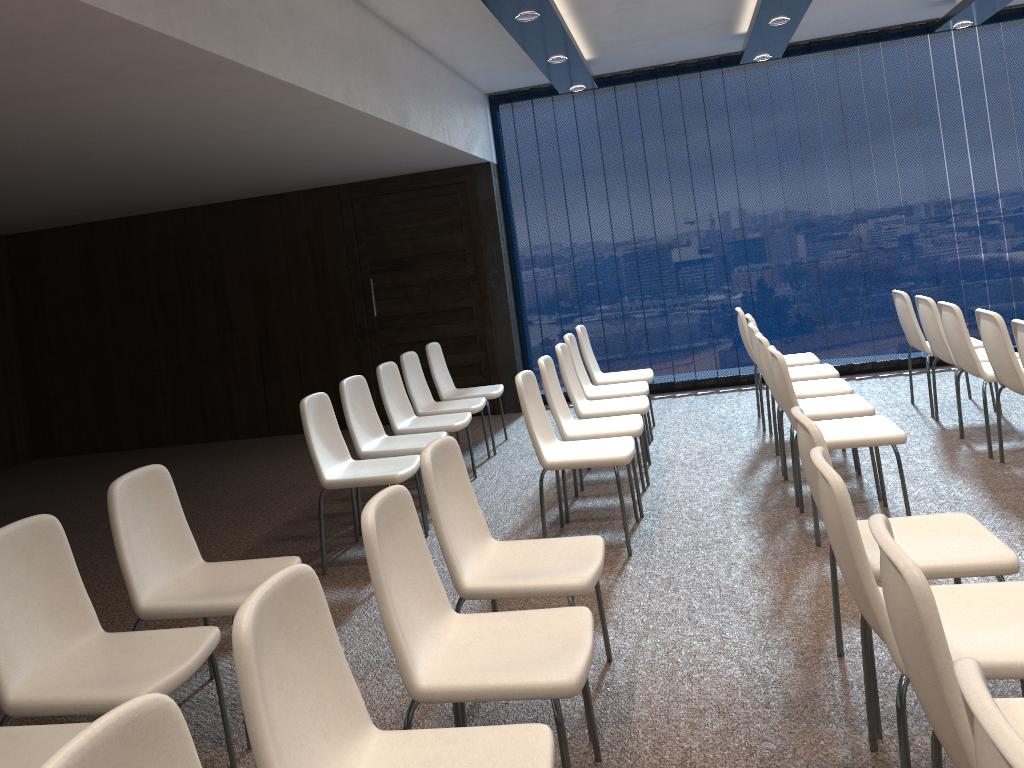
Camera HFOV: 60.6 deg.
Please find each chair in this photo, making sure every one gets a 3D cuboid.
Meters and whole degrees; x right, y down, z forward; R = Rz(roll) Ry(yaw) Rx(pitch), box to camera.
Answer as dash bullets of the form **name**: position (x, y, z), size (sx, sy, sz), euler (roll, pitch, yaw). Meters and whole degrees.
- **chair**: position (0.836, -0.043, 6.913), size (0.556, 0.899, 0.535), euler (-7, 2, 12)
- **chair**: position (0.615, 0.159, 5.709), size (0.556, 0.899, 0.535), euler (-7, 2, 11)
- **chair**: position (-1.201, 0.842, 2.589), size (0.556, 0.899, 0.535), euler (-7, 2, 10)
- **chair**: position (1.949, -0.062, 6.043), size (0.555, 0.899, 0.535), euler (-7, 2, 13)
- **chair**: position (1.810, 0.042, 5.440), size (0.555, 0.899, 0.535), euler (-7, 2, 14)
- **chair**: position (1.009, 0.698, 1.591), size (0.555, 0.899, 0.535), euler (-7, 2, 13)
- **chair**: position (-0.572, 0.277, 5.958), size (0.556, 0.899, 0.535), euler (-7, 2, 12)
- **chair**: position (-1.311, 0.934, 2.046), size (0.556, 0.899, 0.535), euler (-7, 2, 11)
- **chair**: position (-0.794, 0.479, 4.753), size (0.556, 0.899, 0.535), euler (-7, 2, 10)
- **chair**: position (-0.359, 0.085, 7.108), size (0.556, 0.899, 0.535), euler (-7, 2, 11)
- **chair**: position (0.707, 0.060, 6.315), size (0.556, 0.899, 0.535), euler (-7, 2, 11)
- **chair**: position (0.878, 0.800, 0.991), size (0.556, 0.899, 0.535), euler (-7, 2, 12)
- **chair**: position (1.589, 0.240, 4.260), size (0.556, 0.899, 0.535), euler (-7, 2, 11)
- **chair**: position (0.486, 0.263, 5.101), size (0.556, 0.899, 0.535), euler (-7, 2, 11)
- **chair**: position (0.355, 0.360, 4.538), size (0.555, 0.899, 0.535), euler (-7, 2, 13)
- **chair**: position (0.033, 0.623, 2.995), size (0.555, 0.899, 0.535), euler (-7, 2, 13)
- **chair**: position (-0.490, 0.183, 6.542), size (0.556, 0.899, 0.535), euler (-7, 2, 11)
- **chair**: position (1.092, 0.603, 2.175), size (0.555, 0.899, 0.535), euler (-7, 2, 13)
- **chair**: position (2.711, 0.121, 4.072), size (0.555, 0.899, 0.535), euler (-7, 2, 13)
- **chair**: position (-0.058, 0.724, 2.371), size (0.556, 0.899, 0.535), euler (-7, 2, 10)
- **chair**: position (1.222, 0.506, 2.736), size (0.556, 0.899, 0.535), euler (-7, 2, 10)
- **chair**: position (2.935, -0.080, 5.270), size (0.556, 0.899, 0.535), euler (-7, 2, 11)
- **chair**: position (1.695, 0.139, 4.865), size (0.556, 0.899, 0.535), euler (-7, 2, 11)
- **chair**: position (2.846, 0.020, 4.658), size (0.556, 0.899, 0.535), euler (-7, 2, 12)
- **chair**: position (-1.094, 0.741, 3.197), size (0.556, 0.899, 0.535), euler (-7, 2, 10)
- **chair**: position (3.045, -0.172, 5.813), size (0.556, 0.899, 0.535), euler (-7, 2, 10)
- **chair**: position (3.153, -0.273, 6.422), size (0.556, 0.899, 0.535), euler (-7, 2, 11)
- **chair**: position (-0.702, 0.379, 5.364), size (0.555, 0.899, 0.535), euler (-7, 2, 13)
- **chair**: position (2.039, -0.163, 6.662), size (0.555, 0.899, 0.535), euler (-7, 2, 13)
- **chair**: position (-0.311, 0.925, 1.201), size (0.555, 0.899, 0.535), euler (-7, 2, 13)
- **chair**: position (-0.198, 0.829, 1.766), size (0.556, 0.899, 0.535), euler (-7, 2, 10)

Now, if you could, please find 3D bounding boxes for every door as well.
- **door**: position (-0.887, -0.838, 8.742), size (1.395, 2.404, 0.270), euler (-7, 0, 11)

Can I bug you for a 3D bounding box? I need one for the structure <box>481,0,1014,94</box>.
- **structure**: position (6.053, -2.735, 2.757), size (13.097, 0.229, 8.168), euler (-6, 8, 11)
